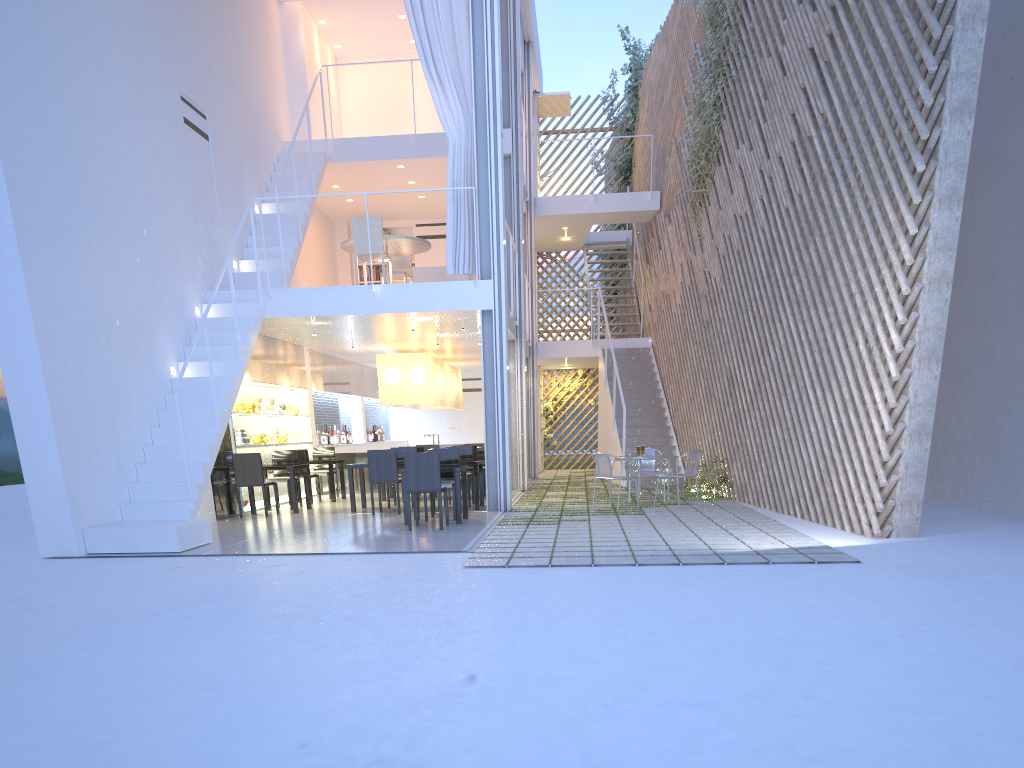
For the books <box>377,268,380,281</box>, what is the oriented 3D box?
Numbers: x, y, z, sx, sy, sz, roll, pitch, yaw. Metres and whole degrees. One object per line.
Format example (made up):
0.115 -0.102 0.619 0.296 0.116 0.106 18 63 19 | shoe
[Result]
-1.392 -1.138 8.635 0.015 0.133 0.085 0 11 5 | books

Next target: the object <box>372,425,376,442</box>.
-1.599 0.575 9.517 0.044 0.207 0.042 -2 16 -4 | object

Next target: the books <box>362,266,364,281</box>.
-1.551 -1.148 8.649 0.011 0.164 0.076 0 13 5 | books

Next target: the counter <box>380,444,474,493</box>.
-0.694 0.842 8.530 0.815 0.395 2.390 -1 -3 5 | counter

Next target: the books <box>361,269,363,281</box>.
-1.566 -1.133 8.649 0.006 0.132 0.088 0 11 5 | books

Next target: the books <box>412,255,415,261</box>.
-1.485 -0.608 7.196 0.038 1.740 3.432 4 3 17 | books

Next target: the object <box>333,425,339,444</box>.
-1.735 0.502 8.095 0.044 0.199 0.039 0 16 5 | object

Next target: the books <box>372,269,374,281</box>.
-1.448 -1.135 8.644 0.018 0.130 0.078 0 11 5 | books

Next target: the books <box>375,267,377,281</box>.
-1.415 -1.148 8.638 0.008 0.155 0.077 0 13 5 | books

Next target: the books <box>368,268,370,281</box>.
-1.490 -1.141 8.640 0.008 0.144 0.088 0 11 5 | books

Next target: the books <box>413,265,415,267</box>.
-1.015 -1.161 8.605 0.020 0.156 0.077 0 13 5 | books

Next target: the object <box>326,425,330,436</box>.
-1.866 0.380 6.856 0.067 0.304 2.035 0 -3 5 | object

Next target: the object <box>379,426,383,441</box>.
-1.574 0.597 9.862 0.046 0.200 0.041 0 16 4 | object

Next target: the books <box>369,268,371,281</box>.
-1.482 -1.138 8.641 0.007 0.138 0.088 0 11 5 | books

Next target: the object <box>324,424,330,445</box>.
-1.840 0.377 6.811 0.106 0.304 1.967 0 -2 7 | object

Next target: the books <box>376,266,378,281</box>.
-1.406 -1.148 8.636 0.011 0.155 0.079 0 13 5 | books

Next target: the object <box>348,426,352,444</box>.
-1.691 0.531 8.559 0.041 0.195 0.038 -9 18 -24 | object

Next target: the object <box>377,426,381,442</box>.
-1.594 0.594 9.811 0.044 0.200 0.043 -14 20 -37 | object

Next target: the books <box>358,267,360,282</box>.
-1.604 -1.141 8.652 0.015 0.152 0.081 0 12 5 | books

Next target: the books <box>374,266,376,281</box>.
-1.425 -1.148 8.636 0.009 0.156 0.083 0 12 5 | books

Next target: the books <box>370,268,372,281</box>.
-1.467 -1.139 8.651 0.021 0.140 0.064 0 13 5 | books

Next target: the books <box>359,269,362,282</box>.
-1.579 -1.132 8.651 0.021 0.132 0.085 0 11 5 | books

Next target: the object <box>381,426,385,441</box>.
-1.571 0.602 9.981 0.043 0.199 0.039 3 17 16 | object

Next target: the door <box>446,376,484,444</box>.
-1.387 0.421 8.266 0.477 1.246 5.249 3 0 18 | door

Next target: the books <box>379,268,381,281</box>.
-1.380 -1.140 8.643 0.006 0.138 0.066 0 13 5 | books

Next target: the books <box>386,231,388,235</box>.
-1.287 -1.505 8.516 0.015 0.138 0.088 0 11 5 | books

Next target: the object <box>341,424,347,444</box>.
-1.706 0.507 8.331 0.046 0.217 0.042 0 16 6 | object

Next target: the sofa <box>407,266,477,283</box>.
-0.544 -0.707 6.959 0.500 0.390 0.933 -1 0 5 | sofa

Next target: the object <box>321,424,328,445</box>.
-1.844 0.374 6.767 0.047 0.305 1.893 0 -2 5 | object

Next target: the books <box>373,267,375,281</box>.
-1.434 -1.145 8.638 0.010 0.151 0.082 0 12 5 | books

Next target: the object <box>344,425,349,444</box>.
-1.712 0.521 8.492 0.044 0.207 0.042 -2 16 -4 | object

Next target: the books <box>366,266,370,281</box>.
-1.508 -1.149 8.643 0.015 0.163 0.080 0 13 5 | books

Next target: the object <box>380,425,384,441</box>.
-1.578 0.591 9.920 0.043 0.217 0.045 -16 22 -42 | object

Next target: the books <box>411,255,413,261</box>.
-1.506 -0.597 7.200 0.036 1.769 3.432 4 3 17 | books

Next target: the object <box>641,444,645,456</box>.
0.907 0.458 5.699 0.030 0.082 0.030 -13 19 -39 | object

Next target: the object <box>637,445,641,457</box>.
0.851 0.449 5.521 0.030 0.082 0.030 -13 19 -39 | object

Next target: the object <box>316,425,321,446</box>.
-1.877 0.372 6.706 0.046 0.305 1.776 0 -2 6 | object

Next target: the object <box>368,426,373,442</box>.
-1.623 0.577 9.420 0.041 0.195 0.038 -9 18 -24 | object

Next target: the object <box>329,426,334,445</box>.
-1.849 0.374 6.783 0.058 0.309 2.305 0 -3 6 | object

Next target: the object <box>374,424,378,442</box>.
-1.603 0.577 9.658 0.046 0.218 0.042 0 16 4 | object

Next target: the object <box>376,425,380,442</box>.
-1.600 0.583 9.741 0.046 0.217 0.042 0 16 6 | object

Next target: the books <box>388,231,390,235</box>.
-1.269 -1.505 8.525 0.006 0.138 0.066 0 13 5 | books

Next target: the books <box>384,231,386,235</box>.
-1.302 -1.503 8.519 0.015 0.133 0.085 0 11 5 | books

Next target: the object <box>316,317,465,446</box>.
-1.101 0.062 6.476 1.674 0.873 1.744 -1 1 2 | object

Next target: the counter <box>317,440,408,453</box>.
-1.629 0.882 9.204 0.233 0.456 3.450 0 -3 5 | counter

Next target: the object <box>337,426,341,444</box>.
-1.732 0.510 8.215 0.044 0.200 0.043 -14 20 -36 | object
